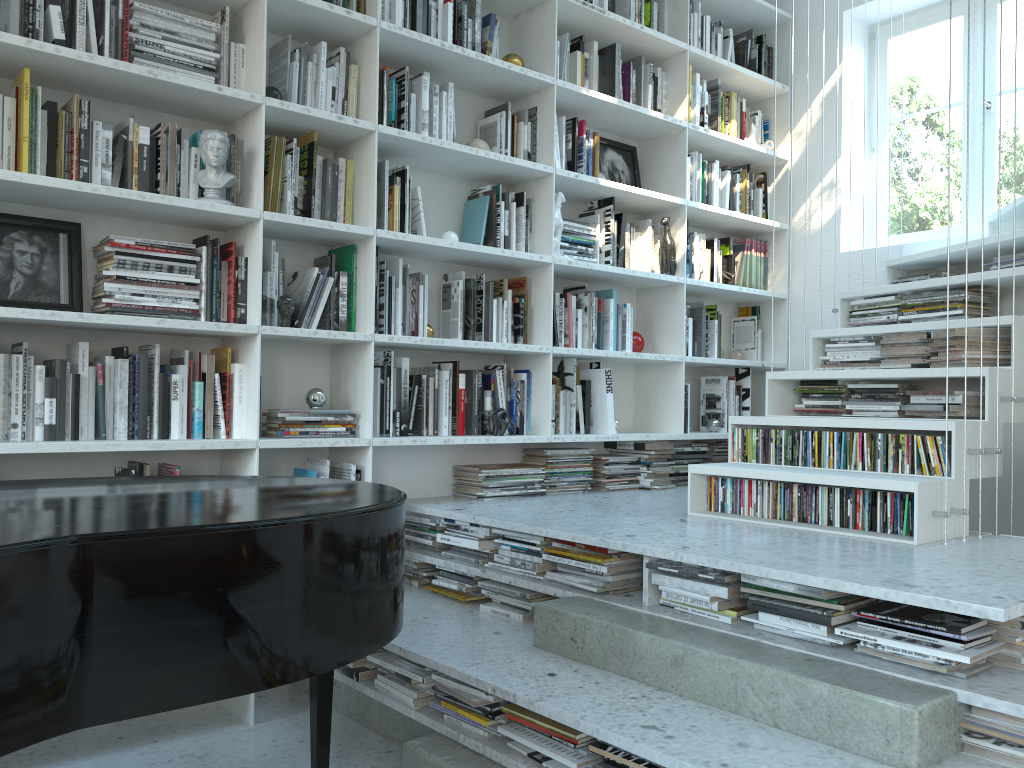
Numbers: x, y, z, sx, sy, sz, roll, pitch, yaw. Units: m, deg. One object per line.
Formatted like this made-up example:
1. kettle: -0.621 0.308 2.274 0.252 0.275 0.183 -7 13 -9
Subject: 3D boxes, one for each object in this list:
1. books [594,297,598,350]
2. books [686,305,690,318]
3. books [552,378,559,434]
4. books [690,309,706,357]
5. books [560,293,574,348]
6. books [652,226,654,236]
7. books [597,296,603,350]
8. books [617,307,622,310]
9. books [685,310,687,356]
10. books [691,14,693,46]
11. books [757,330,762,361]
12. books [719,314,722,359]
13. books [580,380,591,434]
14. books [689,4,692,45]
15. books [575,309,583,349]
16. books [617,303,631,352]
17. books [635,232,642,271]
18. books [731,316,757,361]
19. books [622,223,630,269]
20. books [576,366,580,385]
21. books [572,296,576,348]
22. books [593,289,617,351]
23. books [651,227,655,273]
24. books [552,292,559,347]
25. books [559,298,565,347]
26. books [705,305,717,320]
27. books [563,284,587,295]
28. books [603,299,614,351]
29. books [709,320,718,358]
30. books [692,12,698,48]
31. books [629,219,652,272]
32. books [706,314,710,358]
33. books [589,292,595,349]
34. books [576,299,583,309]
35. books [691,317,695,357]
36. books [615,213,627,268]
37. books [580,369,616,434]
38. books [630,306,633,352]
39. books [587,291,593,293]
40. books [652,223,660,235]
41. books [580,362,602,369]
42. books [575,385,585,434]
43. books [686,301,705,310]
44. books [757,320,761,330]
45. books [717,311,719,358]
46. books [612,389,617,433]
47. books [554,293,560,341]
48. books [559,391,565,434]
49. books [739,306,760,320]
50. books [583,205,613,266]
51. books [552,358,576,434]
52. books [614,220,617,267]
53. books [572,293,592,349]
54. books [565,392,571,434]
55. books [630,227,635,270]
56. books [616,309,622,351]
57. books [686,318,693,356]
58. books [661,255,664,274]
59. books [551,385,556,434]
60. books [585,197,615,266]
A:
1. books: 0.320 -0.265 4.037 0.026 0.246 0.165 1 -1 -39
2. books: 0.837 -0.257 4.475 0.024 0.267 0.133 1 -1 -39
3. books: 0.149 0.096 3.887 0.015 0.243 0.156 1 -1 -39
4. books: 0.897 -0.247 4.482 0.027 0.248 0.184 1 -1 -39
5. books: 0.196 -0.270 3.911 0.045 0.246 0.185 1 -1 -39
6. books: 0.625 -0.626 4.288 0.024 0.255 0.145 1 -1 -39
7. books: 0.348 -0.266 4.035 0.014 0.249 0.177 1 -1 -39
8. books: 0.450 -0.247 4.149 0.037 0.218 0.139 1 -1 -39
9. books: 0.806 -0.246 4.431 0.022 0.242 0.151 1 -1 -39
10. books: 0.829 -1.710 4.432 0.022 0.229 0.175 1 -1 -39
11. books: 1.280 -0.200 4.825 0.028 0.181 0.167 1 -1 -39
12. books: 1.021 -0.238 4.617 0.013 0.240 0.166 1 -1 -39
13. books: 0.284 0.103 4.004 0.031 0.239 0.171 1 -1 -39
14. books: 0.819 -1.730 4.418 0.012 0.269 0.184 1 -1 -39
15. books: 0.241 -0.236 3.953 0.027 0.181 0.186 1 -1 -39
16. books: 0.480 -0.254 4.162 0.025 0.235 0.181 1 -1 -39
17. books: 0.553 -0.608 4.238 0.025 0.213 0.155 1 -1 -39
18. books: 1.260 -0.237 4.818 0.012 0.254 0.161 1 -1 -39
19. books: 0.492 -0.625 4.175 0.031 0.242 0.147 1 -1 -39
20. books: 0.257 0.070 4.006 0.010 0.304 0.131 1 -1 -39
21. books: 0.213 -0.265 3.946 0.026 0.239 0.177 1 -1 -39
22. books: 0.408 -0.285 4.090 0.026 0.290 0.181 1 -1 -39
23. books: 0.609 -0.620 4.256 0.041 0.239 0.176 1 -1 -39
24. books: 0.130 -0.271 3.866 0.047 0.244 0.177 1 -1 -39
25. books: 0.172 -0.259 3.899 0.011 0.223 0.163 1 -1 -39
26. books: 0.990 -0.261 4.583 0.011 0.284 0.161 1 -1 -39
27. books: 0.283 -0.293 3.999 0.013 0.299 0.147 1 -1 -39
28. books: 0.391 -0.262 4.071 0.023 0.244 0.189 1 -1 -39
29. books: 0.982 -0.222 4.565 0.021 0.205 0.174 1 -1 -39
30. books: 0.852 -1.716 4.460 0.023 0.244 0.182 1 -1 -39
31. books: 0.587 -0.636 4.235 0.021 0.271 0.191 1 -1 -39
32. books: 0.941 -0.236 4.546 0.014 0.230 0.172 1 -1 -39
33. books: 0.303 -0.274 3.993 0.012 0.262 0.186 1 -1 -39
34. books: 0.250 -0.259 3.973 0.012 0.229 0.179 1 -1 -39
35. books: 0.860 -0.227 4.485 0.025 0.208 0.149 1 -1 -39
36. books: 0.453 -0.646 4.135 0.059 0.282 0.167 1 -1 -39
37. books: 0.352 0.078 4.006 0.075 0.291 0.255 1 -1 -39
38. books: 0.499 -0.248 4.179 0.027 0.223 0.170 1 -1 -39
39. books: 0.308 -0.278 4.023 0.011 0.272 0.152 1 -1 -39
40. books: 0.674 -0.639 4.349 0.029 0.283 0.138 1 -1 -39
41. books: 0.362 0.063 4.088 0.012 0.326 0.136 1 -1 -39
42. books: 0.246 0.113 3.969 0.052 0.217 0.184 1 -1 -39
43. books: 0.927 -0.269 4.543 0.013 0.297 0.141 1 -1 -39
44. books: 1.292 -0.227 4.848 0.022 0.237 0.152 1 -1 -39
45. books: 1.009 -0.245 4.612 0.012 0.254 0.161 1 -1 -39
46. books: 0.417 0.091 4.118 0.062 0.274 0.148 1 -1 -39
47. books: 0.151 -0.271 3.897 0.024 0.247 0.143 1 -1 -39
48. books: 0.178 0.126 3.926 0.030 0.188 0.140 1 -1 -39
49. books: 1.301 -0.265 4.865 0.013 0.315 0.129 1 -1 -39
50. books: 0.393 -0.658 4.071 0.011 0.300 0.184 1 -1 -39
51. books: 0.221 0.054 3.949 0.014 0.333 0.168 1 -1 -39
52. books: 0.411 -0.625 4.095 0.030 0.236 0.179 1 -1 -39
53. books: 0.281 -0.272 3.969 0.028 0.255 0.191 1 -1 -39
54. books: 0.203 0.128 3.938 0.024 0.185 0.149 1 -1 -39
55. books: 0.528 -0.619 4.227 0.028 0.235 0.129 1 -1 -39
56. books: 0.434 -0.239 4.116 0.030 0.201 0.189 1 -1 -39
57. books: 0.828 -0.226 4.443 0.029 0.201 0.172 1 -1 -39
58. books: 0.670 -0.587 4.308 0.027 0.179 0.166 1 -1 -39
59. books: 0.128 0.111 3.883 0.023 0.214 0.163 1 -1 -39
60. books: 0.402 -0.677 4.077 0.010 0.339 0.180 1 -1 -39
